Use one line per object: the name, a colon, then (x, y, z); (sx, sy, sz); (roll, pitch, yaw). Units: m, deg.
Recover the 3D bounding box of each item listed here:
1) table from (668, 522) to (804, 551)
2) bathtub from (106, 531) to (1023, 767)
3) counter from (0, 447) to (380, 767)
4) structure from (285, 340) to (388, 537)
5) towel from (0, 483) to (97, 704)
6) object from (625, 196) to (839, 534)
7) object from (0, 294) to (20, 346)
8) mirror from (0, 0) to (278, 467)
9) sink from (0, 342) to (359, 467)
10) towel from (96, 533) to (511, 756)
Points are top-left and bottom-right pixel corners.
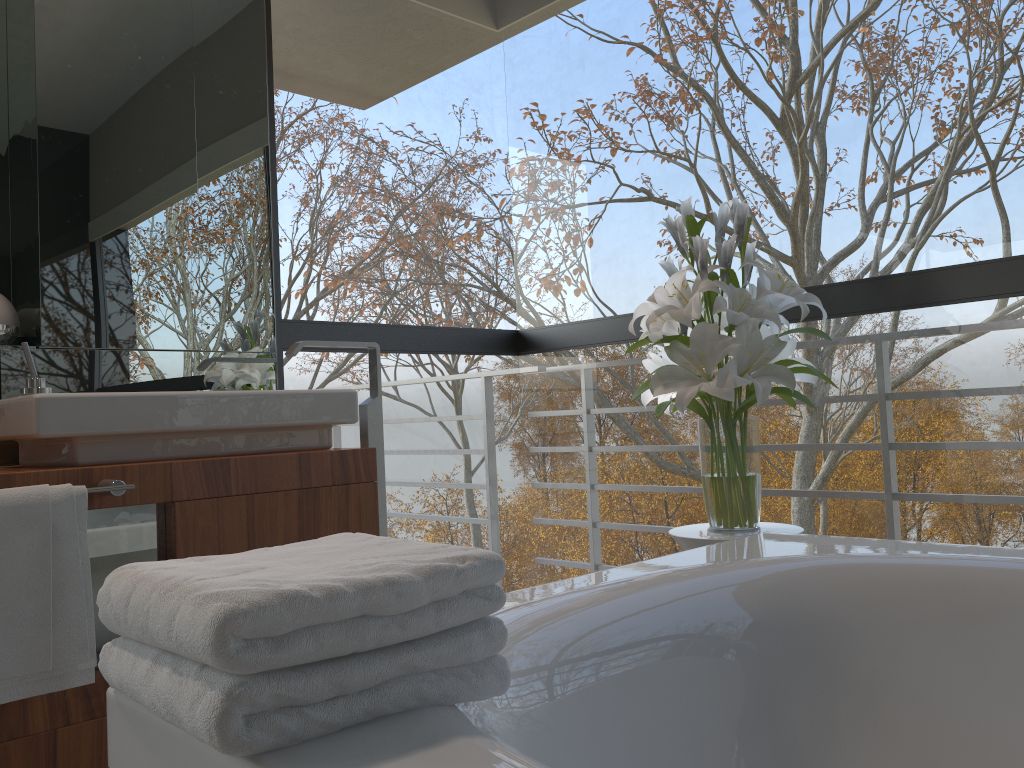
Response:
table: (0.532, 0.580, 2.058); (0.307, 0.479, 0.307); (-4, -3, 30)
bathtub: (0.736, 0.505, 0.676); (1.327, 0.504, 1.957); (-1, -3, -44)
counter: (-1.114, 0.527, 1.667); (1.848, 0.704, 0.524); (-1, -3, -44)
structure: (-0.441, 0.381, 2.350); (0.303, 0.989, 0.069); (0, -4, -44)
towel: (-0.880, 0.365, 1.531); (0.302, 0.369, 0.079); (0, -4, -43)
object: (0.488, -0.056, 2.093); (0.460, 0.796, 0.449); (-2, -3, -16)
object: (-1.251, -0.150, 2.114); (0.136, 0.131, 0.136); (-3, -2, -2)
mirror: (-1.419, -0.597, 2.018); (1.790, 1.618, 0.253); (0, -4, -44)
sink: (-0.777, 0.041, 2.105); (0.750, 0.266, 0.352); (-1, -3, -44)
towel: (-0.214, 0.247, 0.896); (0.305, 0.145, 0.321); (-1, -3, -41)
